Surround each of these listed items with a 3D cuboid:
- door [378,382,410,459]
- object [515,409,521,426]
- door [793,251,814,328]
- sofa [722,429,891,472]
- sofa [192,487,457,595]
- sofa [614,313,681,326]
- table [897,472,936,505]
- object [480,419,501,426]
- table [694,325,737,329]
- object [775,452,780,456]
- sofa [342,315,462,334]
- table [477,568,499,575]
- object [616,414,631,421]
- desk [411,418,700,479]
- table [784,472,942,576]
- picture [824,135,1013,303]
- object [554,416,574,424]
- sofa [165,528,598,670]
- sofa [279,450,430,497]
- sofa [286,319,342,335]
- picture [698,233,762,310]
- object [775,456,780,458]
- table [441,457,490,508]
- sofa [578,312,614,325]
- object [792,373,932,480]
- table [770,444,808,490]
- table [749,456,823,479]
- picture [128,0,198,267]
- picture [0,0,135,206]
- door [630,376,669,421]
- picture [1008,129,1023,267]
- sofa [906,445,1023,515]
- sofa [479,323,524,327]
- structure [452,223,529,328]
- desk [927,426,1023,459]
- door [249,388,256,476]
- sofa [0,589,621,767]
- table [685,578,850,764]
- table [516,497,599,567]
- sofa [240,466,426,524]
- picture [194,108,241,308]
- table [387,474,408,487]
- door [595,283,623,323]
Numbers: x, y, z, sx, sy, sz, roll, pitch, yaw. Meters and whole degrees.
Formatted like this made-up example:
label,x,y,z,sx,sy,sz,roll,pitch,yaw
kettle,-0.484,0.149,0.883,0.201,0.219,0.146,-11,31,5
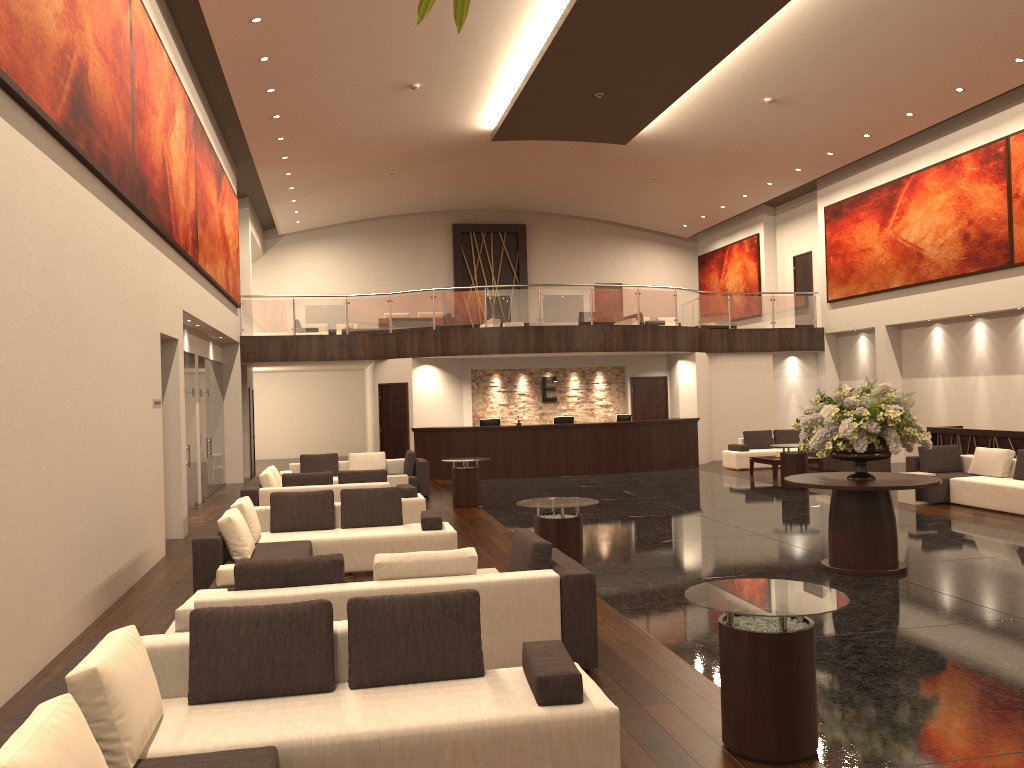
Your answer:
label,x,y,z,sx,sy,sz,roll,pitch,yaw
door,-2.776,1.090,20.967,0.990,2.232,0.104,-2,-1,39
object,0.141,0.755,20.329,0.163,0.390,0.165,-2,-1,-4
door,8.331,-2.604,25.301,0.104,2.232,0.990,-2,-1,-11
sofa,6.491,1.496,19.779,2.586,0.862,3.366,-2,-1,-11
sofa,-1.733,1.614,8.834,2.586,0.862,3.366,-2,-1,-11
sofa,5.159,-1.797,28.184,3.366,0.862,2.586,-2,-1,-11
table,6.378,1.639,13.979,0.400,0.460,0.400,-2,-1,-11
object,-0.507,1.057,20.738,0.483,0.485,0.189,-2,-1,4
table,6.158,-1.595,27.268,1.100,0.380,1.100,-2,-1,-11
object,5.684,1.511,18.991,0.119,0.106,0.119,-2,-1,12
sofa,-3.293,-1.578,26.007,3.366,0.862,2.586,-2,-1,-11
table,-0.290,1.757,7.120,0.400,0.460,0.400,-2,-1,-11
object,2.687,0.972,21.283,0.483,0.485,0.189,-1,-1,-36
desk,1.222,1.505,20.985,7.146,1.171,1.674,-2,-1,-10
table,3.603,1.434,9.130,1.498,0.921,1.498,-1,-1,-20
picture,8.904,-3.442,20.128,0.070,2.526,6.485,-2,-1,-11
object,1.222,1.009,20.808,0.483,0.485,0.189,-2,-1,-11
sofa,-0.936,1.565,6.324,2.846,0.862,1.291,-2,-1,-11
sofa,-3.009,1.736,16.696,2.846,0.862,1.291,-2,-1,-11
sofa,-5.158,-1.512,27.163,3.366,0.862,2.586,-2,-1,-11
picture,7.094,-3.292,29.184,0.070,2.526,4.515,-2,-1,-11
object,5.785,1.539,18.745,0.437,0.040,0.154,-2,-1,35
table,-0.782,1.688,15.178,0.833,0.795,0.844,-2,-1,28
sofa,2.132,-1.716,27.603,1.291,0.862,2.846,-2,-1,-11
object,3.548,0.427,9.138,1.402,1.097,1.453,-2,-1,35
table,5.214,1.528,16.379,0.833,0.795,0.844,-2,-1,28
table,5.798,1.747,18.792,1.100,0.380,1.100,-2,-1,-11
picture,-4.586,-3.144,11.804,0.070,2.526,4.515,-2,-1,-11
picture,-3.701,-3.217,7.375,0.070,2.526,4.515,-2,-1,-11
door,3.538,0.925,22.727,0.990,2.232,0.104,-2,-1,-11
picture,9.985,-3.531,14.723,0.070,2.526,4.515,-2,-1,-11
sofa,7.171,1.407,13.342,1.291,0.862,2.846,-2,-1,-11
sofa,-0.171,-1.654,27.269,1.291,0.862,2.846,-2,-1,-11
structure,-0.713,-3.297,30.049,2.524,4.236,0.187,-2,-1,-11
desk,8.438,1.303,15.522,0.700,1.043,2.606,-2,-1,-11
door,-6.735,1.225,22.927,0.104,2.232,0.990,-2,-1,-11
sofa,-0.621,1.523,3.272,2.586,0.862,3.366,-2,-1,-11
table,1.346,1.513,4.679,0.844,0.795,0.833,-2,-1,40
table,0.471,1.584,8.911,0.844,0.795,0.833,-2,-1,40
sofa,-2.799,1.702,14.076,2.586,0.862,3.366,-2,-1,-11
picture,-5.666,-3.055,17.209,0.070,2.526,6.485,-2,-1,-11
table,-2.106,1.907,16.202,0.400,0.460,0.400,-2,-1,-11
door,3.403,-2.401,30.949,0.990,2.232,0.104,-2,-1,-11
